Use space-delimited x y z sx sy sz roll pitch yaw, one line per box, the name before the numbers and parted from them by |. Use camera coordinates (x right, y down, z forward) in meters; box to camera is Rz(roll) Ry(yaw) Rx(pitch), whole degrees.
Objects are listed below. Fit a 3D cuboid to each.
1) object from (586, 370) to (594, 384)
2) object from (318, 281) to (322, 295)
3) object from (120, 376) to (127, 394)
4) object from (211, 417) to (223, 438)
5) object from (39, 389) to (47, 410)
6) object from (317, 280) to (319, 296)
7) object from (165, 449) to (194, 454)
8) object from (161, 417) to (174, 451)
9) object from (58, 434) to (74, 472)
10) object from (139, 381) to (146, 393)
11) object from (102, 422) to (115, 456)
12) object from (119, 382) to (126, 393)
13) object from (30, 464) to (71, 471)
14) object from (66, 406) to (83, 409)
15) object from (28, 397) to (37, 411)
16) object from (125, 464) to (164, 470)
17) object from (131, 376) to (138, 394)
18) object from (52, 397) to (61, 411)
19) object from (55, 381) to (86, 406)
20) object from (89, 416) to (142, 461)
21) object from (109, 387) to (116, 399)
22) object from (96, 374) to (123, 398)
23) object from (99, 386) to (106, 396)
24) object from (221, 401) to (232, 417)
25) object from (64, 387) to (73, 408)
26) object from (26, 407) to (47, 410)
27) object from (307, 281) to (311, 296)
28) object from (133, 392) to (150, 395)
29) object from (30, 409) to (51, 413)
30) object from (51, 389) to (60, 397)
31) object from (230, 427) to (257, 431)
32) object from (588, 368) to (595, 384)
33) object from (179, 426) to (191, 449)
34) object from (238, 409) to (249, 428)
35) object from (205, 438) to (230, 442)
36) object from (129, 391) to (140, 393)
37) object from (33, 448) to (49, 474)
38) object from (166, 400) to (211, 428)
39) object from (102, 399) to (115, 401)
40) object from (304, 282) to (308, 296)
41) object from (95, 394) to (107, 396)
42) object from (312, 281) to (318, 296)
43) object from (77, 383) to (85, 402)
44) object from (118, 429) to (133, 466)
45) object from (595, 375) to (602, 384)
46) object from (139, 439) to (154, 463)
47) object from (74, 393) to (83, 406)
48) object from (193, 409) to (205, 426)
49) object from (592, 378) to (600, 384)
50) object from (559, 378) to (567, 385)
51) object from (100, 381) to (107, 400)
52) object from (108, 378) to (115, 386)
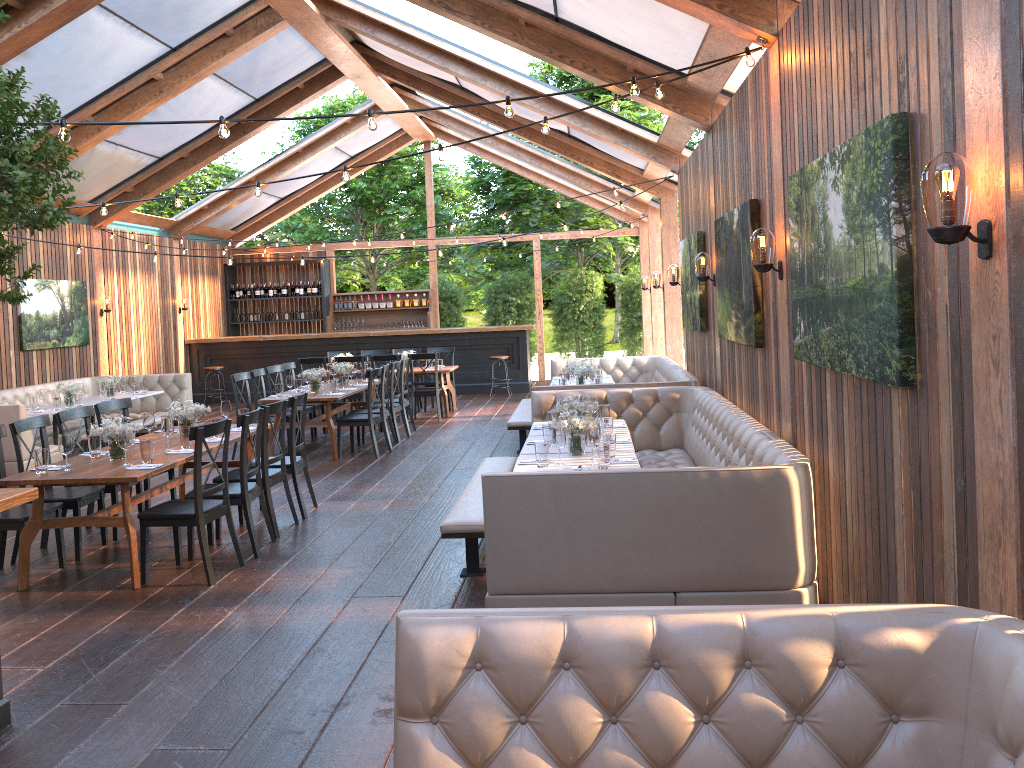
object | 0.888 -0.035 10.056 0.092 0.244 0.092 -4 2 -37
object | -4.149 -2.064 19.118 0.075 0.302 0.075 -2 2 22
object | -5.477 0.014 12.485 0.092 0.244 0.092 -4 3 -43
object | -2.391 0.355 7.187 0.092 0.158 0.092 -1 3 31
object | -5.678 0.186 10.715 0.092 0.244 0.092 -4 2 -37
object | -4.219 -2.091 19.277 0.087 0.334 0.087 -3 2 -15
object | -2.438 0.490 6.498 0.255 0.019 0.158 -2 5 5
object | -2.566 0.374 6.602 0.092 0.244 0.092 -2 2 2
object | -2.966 0.457 5.887 0.092 0.244 0.092 -3 2 -15
object | -5.200 0.047 12.463 0.092 0.158 0.092 -3 2 -9
object | -2.951 0.402 6.488 0.092 0.244 0.092 -2 2 2
object | -5.533 0.051 12.579 0.092 0.158 0.092 -3 2 -9
object | -3.113 0.564 6.011 0.255 0.019 0.158 -2 5 5
object | -5.298 0.280 10.739 0.255 0.019 0.158 -2 5 5
object | -5.769 0.238 10.659 0.092 0.158 0.092 -3 2 -9
object | -2.470 0.547 5.895 0.255 0.019 0.158 -2 5 5
object | -5.294 0.014 12.405 0.092 0.244 0.092 -4 3 -43
object | -5.406 0.236 10.510 0.092 0.158 0.092 -3 2 -9
object | -5.519 0.116 11.050 0.329 0.309 0.337 -1 4 27
object | -2.792 0.383 6.254 0.336 0.309 0.330 -2 3 1
object | -5.264 0.123 11.670 0.092 0.158 0.092 -3 2 -9
object | -5.459 0.026 12.001 0.329 0.309 0.337 -4 4 -21
object | -5.638 0.090 12.204 0.092 0.158 0.092 -3 2 -9
object | -2.483 0.270 7.692 0.092 0.244 0.092 -2 2 8
object | -5.432 0.164 10.842 0.092 0.244 0.092 -4 2 -37
object | -5.802 0.294 10.823 0.255 0.019 0.158 -2 5 5
object | -4.384 -2.058 19.112 0.078 0.312 0.078 -2 2 0
object | -5.161 0.130 12.303 0.255 0.019 0.158 -2 5 5
object | -5.565 0.316 10.477 0.157 0.019 0.256 -2 5 5
object | -5.465 0.187 10.602 0.092 0.244 0.092 -4 2 -37
object | -2.332 0.385 7.586 0.255 0.019 0.158 -2 5 5
object | 0.921 -0.059 10.295 0.092 0.244 0.092 -4 2 -37
object | -2.460 0.406 6.671 0.092 0.158 0.092 -2 2 11
object | -2.355 0.300 7.770 0.092 0.158 0.092 0 3 41
object | -2.383 0.441 7.007 0.255 0.019 0.158 -2 5 5
object | -5.367 0.110 12.616 0.157 0.019 0.256 -2 5 5
object | -3.105 0.510 5.839 0.092 0.158 0.092 -1 3 31
object | -2.675 0.282 7.296 0.329 0.309 0.337 1 5 42
object | -5.225 0.206 11.509 0.255 0.019 0.158 -2 5 5
object | -4.464 -2.057 19.150 0.077 0.308 0.077 -3 2 -17
object | -5.670 0.146 12.368 0.255 0.019 0.158 -2 5 5
object | -4.265 -2.066 19.141 0.136 0.315 0.136 -2 2 12
object | -5.610 0.110 11.513 0.092 0.244 0.092 -4 3 -43
object | -2.625 0.430 6.012 0.092 0.244 0.092 -4 2 -37
object | 1.016 -0.025 10.354 0.092 0.158 0.092 -3 2 -9
object | -2.509 0.462 6.084 0.092 0.158 0.092 -2 3 21
object | -5.337 0.197 10.900 0.092 0.158 0.092 -3 2 -9
object | -2.509 0.325 7.101 0.092 0.244 0.092 -2 2 8
object | 0.947 0.014 9.964 0.092 0.158 0.092 -3 2 -9
object | 0.583 0.016 10.112 0.092 0.158 0.092 -3 2 -9
object | -5.358 0.090 11.611 0.092 0.244 0.092 -4 3 -43
object | -5.547 0.038 12.260 0.092 0.244 0.092 -4 3 -43
